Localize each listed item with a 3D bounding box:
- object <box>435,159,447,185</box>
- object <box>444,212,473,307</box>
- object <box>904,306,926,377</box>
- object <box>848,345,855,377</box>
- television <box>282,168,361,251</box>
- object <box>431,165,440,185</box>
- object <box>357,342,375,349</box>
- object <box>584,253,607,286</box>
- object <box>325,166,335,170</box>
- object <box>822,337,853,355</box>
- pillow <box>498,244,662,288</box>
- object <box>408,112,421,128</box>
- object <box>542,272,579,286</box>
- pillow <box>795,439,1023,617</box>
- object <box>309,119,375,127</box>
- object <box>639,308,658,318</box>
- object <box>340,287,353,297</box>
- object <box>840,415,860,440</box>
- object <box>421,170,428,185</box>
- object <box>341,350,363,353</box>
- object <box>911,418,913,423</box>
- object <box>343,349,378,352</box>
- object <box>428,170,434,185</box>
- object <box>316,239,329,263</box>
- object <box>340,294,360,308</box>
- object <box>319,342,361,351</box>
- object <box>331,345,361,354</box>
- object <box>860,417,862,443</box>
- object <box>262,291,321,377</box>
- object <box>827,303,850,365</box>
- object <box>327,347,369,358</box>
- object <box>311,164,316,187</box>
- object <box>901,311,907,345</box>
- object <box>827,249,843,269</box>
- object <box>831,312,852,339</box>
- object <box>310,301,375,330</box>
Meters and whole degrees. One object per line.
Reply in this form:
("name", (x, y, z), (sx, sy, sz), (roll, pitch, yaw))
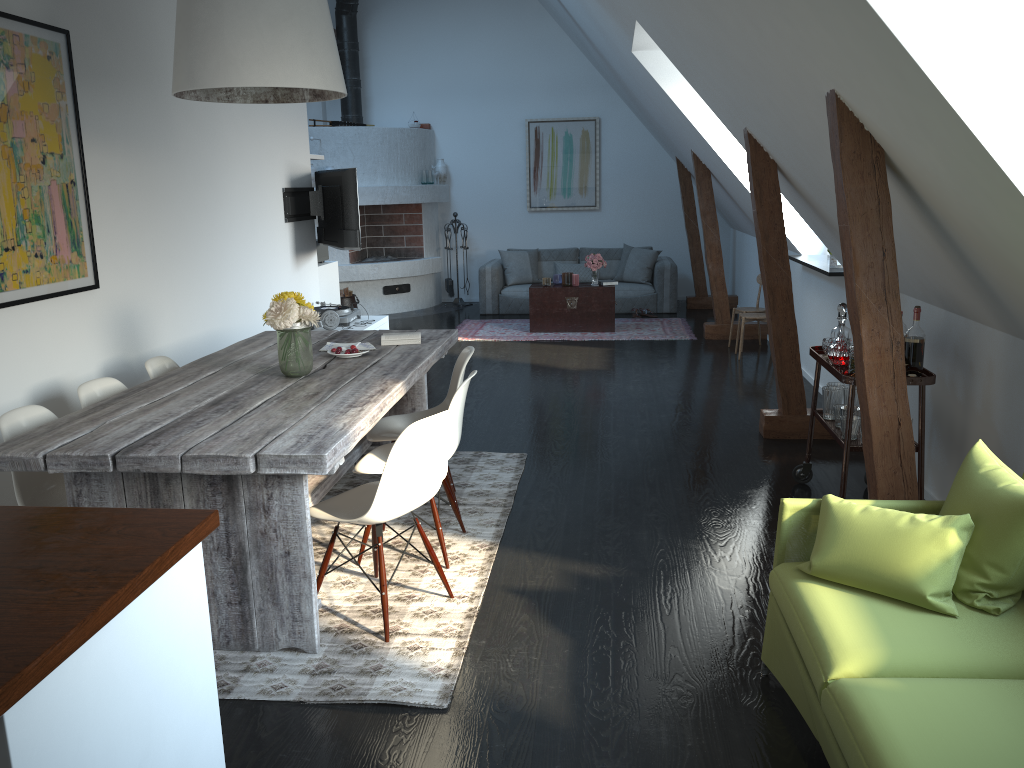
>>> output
("object", (-0.947, -2.821, 11.851), (0.165, 0.368, 0.165), (-6, 14, -21))
("object", (-0.738, -1.673, 11.894), (0.376, 1.245, 0.376), (-4, 13, -13))
("object", (1.764, -0.189, 3.883), (0.081, 0.308, 0.081), (-2, 13, -2))
("object", (1.522, -0.131, 3.859), (0.101, 0.211, 0.101), (4, 14, 21))
("television", (-1.658, -1.402, 7.188), (0.537, 0.652, 1.005), (-8, 14, -27))
("object", (-1.007, -2.760, 11.685), (0.081, 0.258, 0.150), (9, 16, 39))
("object", (-0.788, -0.187, 4.467), (0.182, 0.014, 0.185), (-6, 13, -19))
("object", (0.895, -1.246, 9.599), (0.234, 0.351, 0.235), (-10, 15, -33))
("object", (-2.189, -2.486, 10.704), (0.158, 0.274, 0.158), (-13, 17, -43))
("object", (1.621, -0.167, 4.284), (0.245, 0.092, 0.151), (8, 15, 35))
("pillow", (0.854, -1.499, 11.212), (2.075, 0.515, 0.444), (0, 13, 6))
("object", (-1.273, -3.431, 11.533), (0.066, 0.221, 0.231), (8, 16, 36))
("object", (0.548, -1.149, 9.693), (0.413, 0.138, 0.215), (3, 13, 18))
("pillow", (1.130, 0.406, 2.466), (0.600, 0.387, 0.475), (-1, 13, 4))
("object", (-2.080, -3.193, 10.861), (0.783, 0.094, 0.311), (-3, 13, -7))
("object", (1.637, -0.853, 10.589), (0.101, 0.090, 0.277), (-11, 16, -36))
("object", (-2.078, -1.005, 10.810), (0.240, 0.370, 0.270), (0, 13, 6))
("object", (1.543, 0.200, 4.049), (0.092, 0.099, 0.092), (-5, 13, -15))
("object", (-1.127, -2.657, 11.412), (0.092, 0.180, 0.092), (7, 15, 34))
("object", (-0.772, -0.155, 4.287), (0.110, 0.011, 0.058), (1, 13, 10))
("object", (1.728, 0.209, 3.942), (0.095, 0.119, 0.095), (-9, 15, -31))
("object", (-0.734, -0.163, 4.286), (0.194, 0.022, 0.019), (4, 14, 22))
("object", (-1.064, -2.691, 11.558), (0.092, 0.180, 0.092), (6, 14, 29))
("object", (-1.908, -1.162, 7.859), (0.435, 0.211, 0.496), (0, 13, 6))
("object", (-2.061, -0.928, 10.844), (0.384, 0.313, 0.384), (7, 15, 32))
("object", (-0.870, -0.192, 4.492), (0.182, 0.016, 0.179), (-1, 13, 1))
("object", (-0.803, -0.161, 4.278), (0.132, 0.034, 0.144), (-6, 14, -21))
("object", (1.599, 0.209, 3.954), (0.095, 0.119, 0.095), (-9, 15, -31))
("object", (-0.944, -0.217, 3.811), (0.233, 0.365, 0.293), (-7, 14, -22))
("object", (1.538, -0.234, 4.142), (0.114, 0.292, 0.114), (-6, 14, -21))
("object", (-0.789, -0.151, 4.289), (0.205, 0.024, 0.205), (-2, 13, -1))
("object", (-2.451, -2.498, 10.696), (0.203, 0.314, 0.203), (-3, 13, -9))
("object", (1.771, -0.206, 4.075), (0.067, 0.257, 0.099), (1, 13, 11))
("object", (2.222, -1.038, 6.157), (0.309, 0.461, 0.131), (4, 14, 24))
("object", (1.643, -0.257, 4.423), (0.087, 0.206, 0.087), (6, 15, 31))
("object", (-1.408, -0.553, 7.105), (0.558, 0.162, 0.742), (-1, 13, 4))
